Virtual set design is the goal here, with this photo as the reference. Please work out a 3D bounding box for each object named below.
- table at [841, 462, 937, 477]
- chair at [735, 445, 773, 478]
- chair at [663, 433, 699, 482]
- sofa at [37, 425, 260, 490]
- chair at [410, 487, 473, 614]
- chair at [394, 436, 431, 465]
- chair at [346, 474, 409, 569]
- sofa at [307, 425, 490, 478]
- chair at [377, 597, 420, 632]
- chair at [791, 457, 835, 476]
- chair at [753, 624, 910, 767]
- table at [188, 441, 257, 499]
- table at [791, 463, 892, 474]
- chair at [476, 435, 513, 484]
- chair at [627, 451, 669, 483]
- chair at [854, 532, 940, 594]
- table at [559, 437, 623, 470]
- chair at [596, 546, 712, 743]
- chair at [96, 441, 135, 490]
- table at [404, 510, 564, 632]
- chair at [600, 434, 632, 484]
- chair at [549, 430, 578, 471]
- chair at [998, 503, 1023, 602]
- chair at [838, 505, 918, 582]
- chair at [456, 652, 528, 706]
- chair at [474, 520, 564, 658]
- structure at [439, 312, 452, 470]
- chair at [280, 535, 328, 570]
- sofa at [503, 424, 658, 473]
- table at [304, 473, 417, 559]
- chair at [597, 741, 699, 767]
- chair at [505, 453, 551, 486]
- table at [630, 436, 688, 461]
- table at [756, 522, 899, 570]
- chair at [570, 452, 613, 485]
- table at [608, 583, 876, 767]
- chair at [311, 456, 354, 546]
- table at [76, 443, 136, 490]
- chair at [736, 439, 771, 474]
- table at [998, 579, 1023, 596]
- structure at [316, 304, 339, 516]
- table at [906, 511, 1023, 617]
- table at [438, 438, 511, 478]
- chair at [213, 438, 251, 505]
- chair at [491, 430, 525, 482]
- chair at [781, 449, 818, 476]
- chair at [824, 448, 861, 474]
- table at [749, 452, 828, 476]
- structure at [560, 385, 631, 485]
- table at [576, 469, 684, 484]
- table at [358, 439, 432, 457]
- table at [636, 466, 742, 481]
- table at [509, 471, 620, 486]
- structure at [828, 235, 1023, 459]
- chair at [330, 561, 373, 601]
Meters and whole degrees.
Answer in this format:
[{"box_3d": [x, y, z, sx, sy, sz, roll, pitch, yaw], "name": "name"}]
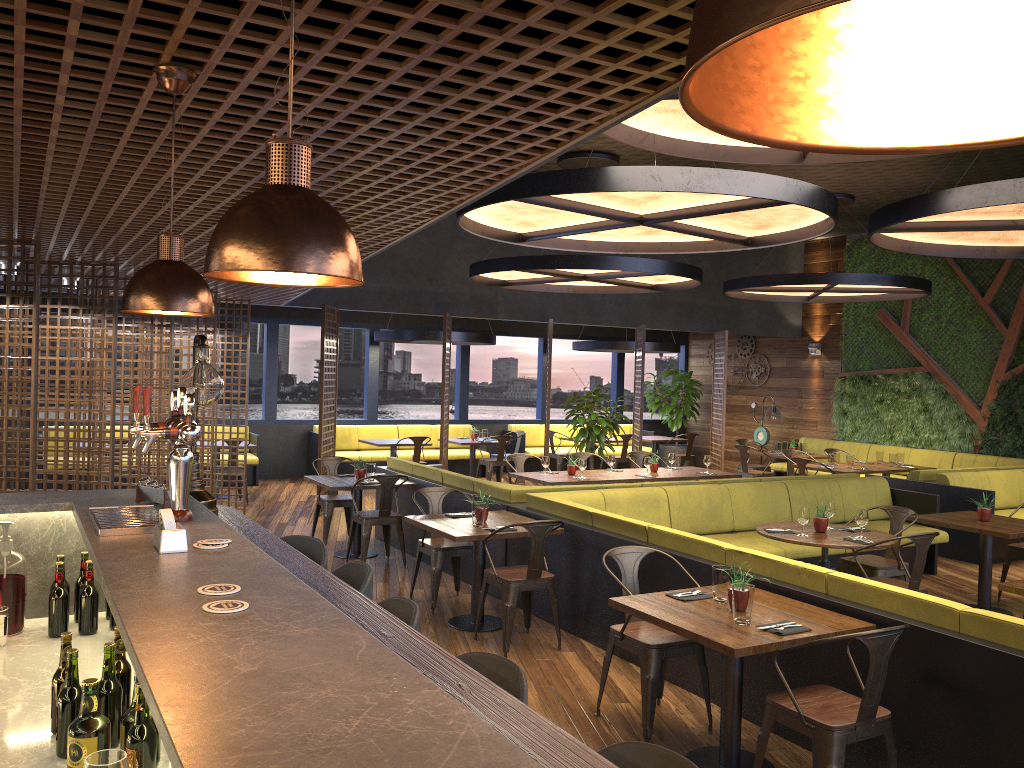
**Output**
[{"box_3d": [5.208, 1.514, 12.346, 0.887, 0.763, 0.906, 1, 1, -30], "name": "table"}, {"box_3d": [3.652, 1.376, 13.428, 0.541, 0.917, 0.504, 1, 1, -29], "name": "chair"}, {"box_3d": [3.069, 1.328, 15.988, 0.504, 0.917, 0.541, 1, 1, -29], "name": "chair"}, {"box_3d": [-5.465, 1.112, 13.485, 3.061, 0.914, 0.966, 1, 1, -29], "name": "sofa"}, {"box_3d": [-0.544, 1.329, 7.235, 0.504, 0.917, 0.541, 1, 1, -29], "name": "chair"}, {"box_3d": [-1.515, 1.225, 13.403, 0.504, 0.917, 0.541, 1, 1, -29], "name": "chair"}, {"box_3d": [-1.281, 1.292, 8.497, 0.504, 0.917, 0.541, 1, 1, -29], "name": "chair"}, {"box_3d": [-1.918, 1.191, 15.486, 3.061, 0.914, 0.966, 1, 1, -29], "name": "sofa"}, {"box_3d": [-0.574, 1.313, 3.169, 0.483, 1.048, 0.438, 2, 1, 32], "name": "chair"}, {"box_3d": [3.910, 1.407, 11.527, 0.541, 0.917, 0.504, 1, 1, -29], "name": "chair"}, {"box_3d": [1.378, 1.428, 3.792, 0.504, 0.917, 0.541, 1, 1, -29], "name": "chair"}, {"box_3d": [-4.212, 1.234, 12.686, 0.887, 0.763, 0.906, 1, 1, -30], "name": "table"}, {"box_3d": [4.396, 1.496, 11.888, 0.887, 0.763, 0.906, 1, 1, -30], "name": "table"}, {"box_3d": [-0.269, 1.253, 14.105, 0.504, 0.917, 0.541, 1, 1, -29], "name": "chair"}, {"box_3d": [1.761, 1.345, 11.461, 0.504, 0.917, 0.541, 1, 1, -29], "name": "chair"}, {"box_3d": [2.624, 1.436, 6.119, 0.504, 0.917, 0.541, 1, 1, -29], "name": "chair"}, {"box_3d": [1.448, 1.361, 15.883, 0.906, 0.763, 0.887, 1, 1, -30], "name": "table"}, {"box_3d": [0.767, 1.397, 4.876, 0.504, 0.917, 0.541, 1, 1, -29], "name": "chair"}, {"box_3d": [-5.096, 1.145, 11.383, 0.504, 0.917, 0.541, 1, 1, -29], "name": "chair"}, {"box_3d": [-0.236, 1.424, 6.696, 0.887, 0.763, 0.906, 1, 1, -30], "name": "table"}, {"box_3d": [1.824, 1.300, 15.286, 0.504, 0.917, 0.541, 1, 1, -29], "name": "chair"}, {"box_3d": [0.865, 1.268, 15.603, 0.541, 0.917, 0.504, 1, 1, -29], "name": "chair"}, {"box_3d": [4.650, 1.475, 7.778, 0.541, 0.917, 0.504, 1, 1, -29], "name": "chair"}, {"box_3d": [2.867, 1.432, 6.968, 0.541, 0.917, 0.504, 1, 1, -29], "name": "chair"}, {"box_3d": [-0.188, 1.333, 2.495, 0.438, 1.048, 0.483, 1, 1, -15], "name": "chair"}, {"box_3d": [0.067, 1.360, 6.149, 0.504, 0.917, 0.541, 1, 1, -29], "name": "chair"}, {"box_3d": [-0.944, 0.363, 12.529, 0.050, 2.700, 0.852, 2, 1, 1], "name": "structure"}, {"box_3d": [-1.119, 1.284, 4.251, 0.438, 1.048, 0.483, 1, 1, -38], "name": "chair"}, {"box_3d": [1.383, 1.265, 17.347, 3.061, 0.914, 0.966, 1, 1, -29], "name": "sofa"}, {"box_3d": [-1.565, 1.356, 9.046, 0.887, 0.763, 0.906, 1, 1, -30], "name": "table"}, {"box_3d": [0.177, 1.351, 1.890, 0.483, 1.048, 0.438, 2, 1, 21], "name": "chair"}, {"box_3d": [0.188, 1.310, 10.573, 0.504, 0.917, 0.541, 1, 1, -29], "name": "chair"}, {"box_3d": [2.668, 1.388, 16.566, 0.887, 0.763, 0.906, 1, 1, -30], "name": "table"}, {"box_3d": [2.346, 1.500, 6.673, 1.007, 0.760, 1.007, 2, 1, 8], "name": "table"}, {"box_3d": [0.977, 1.327, 11.019, 0.504, 0.917, 0.541, 1, 1, -29], "name": "chair"}, {"box_3d": [1.089, 1.492, 4.345, 0.887, 0.763, 0.906, 1, 1, -30], "name": "table"}, {"box_3d": [-1.882, 1.261, 9.565, 0.504, 0.917, 0.541, 1, 1, -29], "name": "chair"}, {"box_3d": [-5.431, 1.207, 11.998, 0.887, 0.763, 0.906, 1, 1, -30], "name": "table"}, {"box_3d": [3.920, 1.372, 14.435, 0.504, 0.917, 0.541, 1, 1, -29], "name": "chair"}, {"box_3d": [3.409, 1.552, 4.969, 0.906, 0.763, 0.887, 1, 1, -30], "name": "table"}, {"box_3d": [-2.424, 0.330, 11.694, 0.050, 2.700, 0.852, 2, 1, 1], "name": "structure"}, {"box_3d": [4.001, 1.538, 7.479, 0.887, 0.763, 0.906, 1, 1, -30], "name": "table"}, {"box_3d": [-0.642, 1.314, 14.704, 0.906, 0.763, 0.887, 1, 1, -30], "name": "table"}, {"box_3d": [-3.851, 1.173, 12.085, 0.504, 0.917, 0.541, 1, 1, -29], "name": "chair"}, {"box_3d": [-0.077, 1.248, 15.002, 0.541, 0.917, 0.504, 1, 1, -29], "name": "chair"}, {"box_3d": [4.071, 1.400, 12.487, 0.504, 0.917, 0.541, 1, 1, -29], "name": "chair"}, {"box_3d": [4.827, 1.417, 12.914, 0.504, 0.917, 0.541, 1, 1, -29], "name": "chair"}, {"box_3d": [4.334, 1.471, 13.791, 0.887, 0.763, 0.906, 1, 1, -30], "name": "table"}, {"box_3d": [1.152, 0.889, 12.978, 0.993, 1.763, 1.166, 2, 1, 31], "name": "structure"}, {"box_3d": [1.350, 1.426, 10.344, 0.906, 0.763, 0.887, 1, 1, -30], "name": "table"}, {"box_3d": [-1.861, 1.287, 14.012, 0.887, 0.763, 0.906, 1, 1, -30], "name": "table"}, {"box_3d": [2.135, 1.443, 10.793, 0.906, 0.763, 0.887, 1, 1, -30], "name": "table"}, {"box_3d": [0.561, 1.408, 9.899, 0.906, 0.763, 0.887, 1, 1, -30], "name": "table"}, {"box_3d": [7.933, -0.315, 11.779, 0.918, 4.593, 9.182, 1, 1, -30], "name": "structure"}, {"box_3d": [-0.821, 1.299, 3.743, 0.438, 1.048, 0.483, 2, 1, -1], "name": "chair"}]
